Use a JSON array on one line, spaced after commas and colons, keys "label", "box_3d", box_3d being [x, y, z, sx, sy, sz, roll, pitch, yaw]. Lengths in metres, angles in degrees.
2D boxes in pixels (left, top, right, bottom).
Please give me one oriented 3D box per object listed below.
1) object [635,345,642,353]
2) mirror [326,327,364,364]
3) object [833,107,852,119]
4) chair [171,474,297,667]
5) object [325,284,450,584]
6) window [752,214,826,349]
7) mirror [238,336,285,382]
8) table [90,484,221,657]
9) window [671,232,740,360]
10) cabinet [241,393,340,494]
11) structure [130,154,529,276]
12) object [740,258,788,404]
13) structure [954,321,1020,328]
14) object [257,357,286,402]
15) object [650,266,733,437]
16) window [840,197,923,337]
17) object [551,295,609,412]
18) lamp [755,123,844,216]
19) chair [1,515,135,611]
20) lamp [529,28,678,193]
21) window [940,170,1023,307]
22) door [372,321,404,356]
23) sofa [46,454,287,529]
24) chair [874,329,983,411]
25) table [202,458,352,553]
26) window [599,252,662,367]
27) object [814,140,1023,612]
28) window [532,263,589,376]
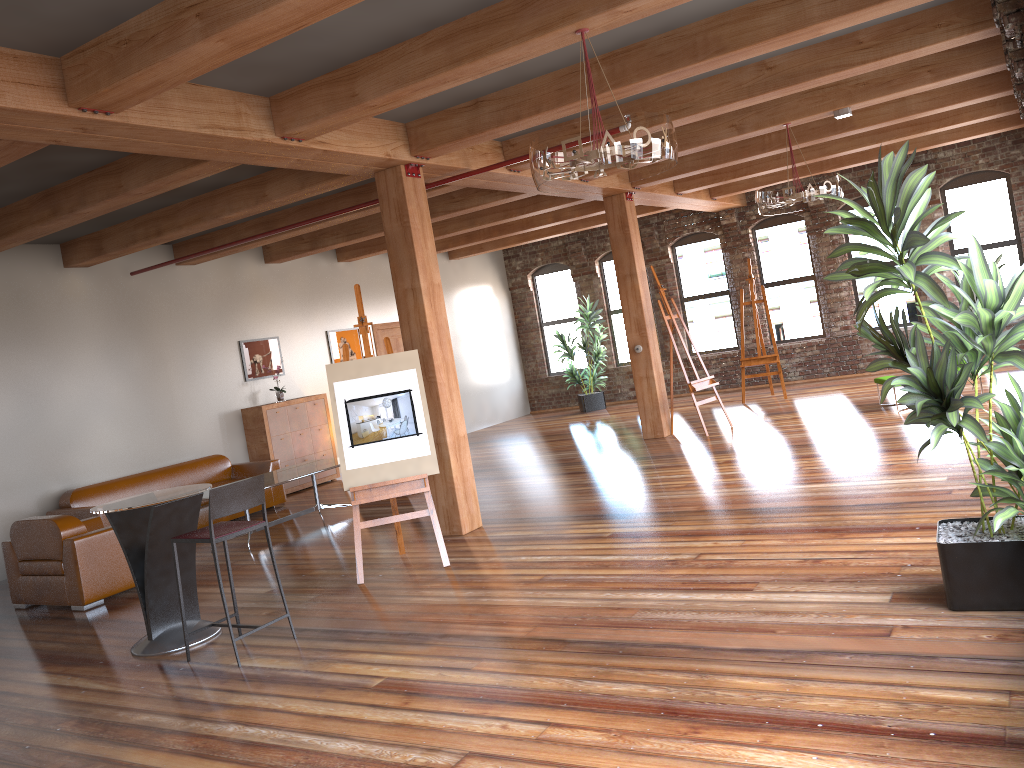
[{"label": "object", "box_3d": [1.569, -0.435, 11.032, 0.095, 0.095, 0.061, -9, 1, 32]}, {"label": "mirror", "box_3d": [-2.484, -0.362, 13.411, 0.025, 0.952, 0.697, -9, 1, 32]}, {"label": "object", "box_3d": [3.101, -2.544, 8.306, 0.145, 0.072, 0.148, -8, 3, 32]}, {"label": "chair", "box_3d": [-1.653, 1.063, 5.143, 0.465, 0.981, 0.431, -9, 1, 32]}, {"label": "object", "box_3d": [-0.968, 0.287, 6.603, 0.702, 2.140, 0.684, -10, 0, -8]}, {"label": "window", "box_3d": [4.637, -1.747, 14.894, 0.965, 2.227, 0.222, -9, 0, 32]}, {"label": "mirror", "box_3d": [-3.382, -0.345, 12.005, 0.025, 0.548, 0.697, -9, 2, 32]}, {"label": "table", "box_3d": [-2.192, 1.167, 5.593, 0.724, 0.924, 0.719, -10, 1, -33]}, {"label": "window", "box_3d": [3.410, -1.579, 15.670, 0.965, 2.227, 0.222, -9, 0, 32]}, {"label": "cabinet", "box_3d": [-2.964, 0.824, 11.979, 0.417, 1.209, 1.191, -9, 1, 32]}, {"label": "structure", "box_3d": [-1.891, -1.697, 8.850, 6.786, 0.112, 0.051, -8, 2, 32]}, {"label": "object", "box_3d": [3.679, -0.835, 13.292, 0.660, 2.140, 0.687, -9, 1, 27]}, {"label": "structure", "box_3d": [4.590, -0.030, 7.050, 1.629, 0.313, 13.759, -8, 3, 25]}, {"label": "object", "box_3d": [-3.175, -0.049, 11.885, 0.369, 0.589, 0.299, -9, 1, 27]}, {"label": "object", "box_3d": [2.091, -0.448, 10.934, 0.682, 2.140, 0.664, -9, 1, 42]}, {"label": "window", "box_3d": [5.868, -1.920, 14.116, 0.965, 2.218, 0.219, -9, 0, 32]}, {"label": "object", "box_3d": [1.292, -0.559, 16.230, 1.079, 2.103, 0.968, -9, 1, 10]}, {"label": "lamp", "box_3d": [2.718, -2.107, 8.545, 0.811, 0.814, 0.808, -10, 2, -22]}, {"label": "chair", "box_3d": [-3.569, 1.396, 7.439, 1.060, 0.735, 0.834, -8, 2, 32]}, {"label": "lamp", "box_3d": [0.451, -1.538, 4.856, 0.811, 0.814, 0.808, -10, 2, -15]}, {"label": "window", "box_3d": [7.113, -2.091, 13.329, 0.965, 2.218, 0.219, -9, 0, 32]}, {"label": "door", "box_3d": [-1.832, 0.045, 14.477, 0.225, 2.120, 1.034, -9, 1, 32]}, {"label": "sofa", "box_3d": [-3.764, 1.304, 9.910, 0.948, 0.735, 2.423, -8, 3, 32]}, {"label": "chair", "box_3d": [4.733, -0.175, 10.180, 0.955, 0.796, 0.681, -9, 1, 7]}, {"label": "table", "box_3d": [-2.302, 1.197, 8.875, 0.936, 0.560, 1.878, -8, 3, 32]}, {"label": "window", "box_3d": [2.210, -1.448, 16.505, 0.965, 2.169, 0.087, -9, 0, 32]}, {"label": "object", "box_3d": [2.092, -0.078, 4.015, 1.084, 2.103, 0.963, -10, 1, -45]}, {"label": "window", "box_3d": [0.961, -1.277, 17.295, 0.965, 2.169, 0.087, -9, 0, 32]}]
